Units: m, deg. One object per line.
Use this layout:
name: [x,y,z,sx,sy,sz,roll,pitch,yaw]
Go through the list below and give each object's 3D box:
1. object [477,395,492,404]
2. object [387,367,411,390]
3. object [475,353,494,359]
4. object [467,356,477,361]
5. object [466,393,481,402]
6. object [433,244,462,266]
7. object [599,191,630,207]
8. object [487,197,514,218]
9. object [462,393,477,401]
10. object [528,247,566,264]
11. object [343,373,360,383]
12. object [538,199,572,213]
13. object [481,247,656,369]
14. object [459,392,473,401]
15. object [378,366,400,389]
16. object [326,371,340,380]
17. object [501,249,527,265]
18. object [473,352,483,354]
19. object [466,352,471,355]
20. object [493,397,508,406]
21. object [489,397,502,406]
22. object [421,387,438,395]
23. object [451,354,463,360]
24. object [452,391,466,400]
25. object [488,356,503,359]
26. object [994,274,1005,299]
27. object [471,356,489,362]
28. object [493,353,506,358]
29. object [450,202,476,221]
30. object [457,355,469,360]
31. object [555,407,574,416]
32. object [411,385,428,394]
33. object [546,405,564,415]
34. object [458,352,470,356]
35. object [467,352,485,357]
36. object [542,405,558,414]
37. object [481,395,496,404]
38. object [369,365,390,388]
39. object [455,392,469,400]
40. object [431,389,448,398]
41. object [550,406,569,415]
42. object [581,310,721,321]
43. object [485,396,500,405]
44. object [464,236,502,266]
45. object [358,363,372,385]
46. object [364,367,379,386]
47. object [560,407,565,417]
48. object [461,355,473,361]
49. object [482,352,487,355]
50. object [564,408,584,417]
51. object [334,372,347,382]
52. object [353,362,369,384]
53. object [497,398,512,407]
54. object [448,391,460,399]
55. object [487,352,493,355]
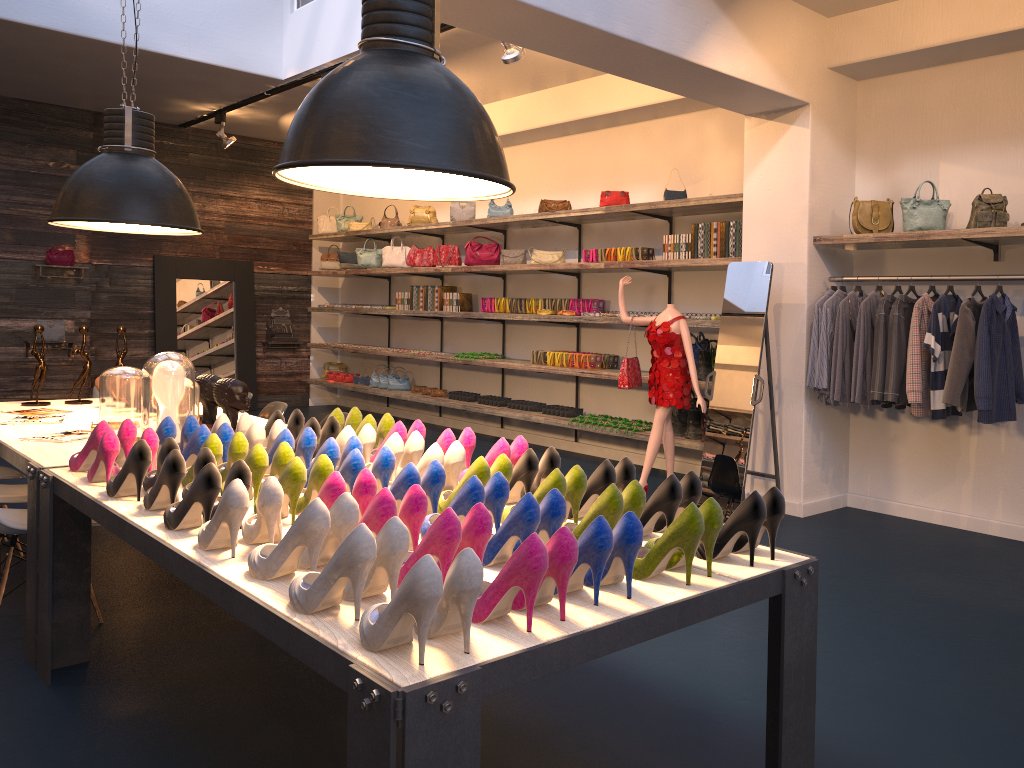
object: [-0.286,0.163,9.224,0.202,0.087,0.060,-2,4,-41]
object: [-1.352,-0.067,10.402,0.282,0.282,0.094,1,1,-8]
object: [-0.292,-0.295,9.087,0.256,0.067,0.078,-1,4,-35]
object: [-0.387,-0.268,9.064,0.077,0.058,0.254,5,5,44]
object: [-0.415,0.147,9.372,0.202,0.087,0.060,-2,4,-41]
object: [-0.714,-1.410,9.478,0.304,0.249,0.142,3,2,19]
object: [0.913,-1.632,7.683,0.284,0.149,0.111,1,2,-8]
object: [-0.116,-1.831,8.894,0.282,0.282,0.094,1,1,-8]
object: [-0.457,0.141,9.420,0.202,0.087,0.060,-2,4,-41]
object: [0.339,-1.237,8.393,0.366,0.175,0.230,2,3,0]
object: [-2.071,-0.077,11.246,0.225,0.118,0.088,1,2,-8]
object: [0.444,-1.690,8.285,0.388,0.141,0.373,-1,5,-30]
object: [0.446,-0.716,8.457,0.495,1.134,2.472,1,4,-41]
object: [-0.498,0.136,9.467,0.202,0.087,0.060,-2,4,-41]
object: [-1.481,-0.082,10.539,0.282,0.282,0.094,1,1,-8]
object: [-2.345,-0.109,11.525,0.226,0.118,0.088,1,2,-9]
object: [0.017,-1.279,8.768,0.263,0.175,0.106,2,2,8]
object: [-0.360,-0.322,9.400,0.243,0.053,0.082,1,4,-12]
object: [-0.403,-0.308,9.213,0.256,0.068,0.077,-1,4,-35]
object: [-0.119,0.184,9.033,0.202,0.087,0.060,-2,4,-41]
object: [-0.160,0.179,9.080,0.202,0.087,0.060,-2,4,-41]
object: [-0.921,0.080,9.991,0.218,0.082,0.229,5,5,38]
object: [-0.560,-0.289,9.250,0.077,0.058,0.254,5,5,44]
object: [-0.582,0.126,9.565,0.202,0.087,0.060,-2,4,-41]
object: [-0.205,-0.266,9.113,0.077,0.058,0.254,5,5,44]
object: [2.983,-0.561,5.314,0.468,0.219,0.009,-2,3,-42]
object: [-0.343,-0.261,8.991,0.077,0.058,0.254,5,5,44]
object: [-0.154,-0.300,9.209,0.079,0.067,0.252,3,5,29]
object: [-0.525,-1.854,9.351,0.277,0.230,0.078,2,1,-1]
object: [-0.497,-0.282,9.190,0.077,0.058,0.254,5,5,44]
object: [0.504,0.262,8.320,0.197,0.087,0.062,0,2,-20]
object: [-1.065,0.060,10.184,0.228,0.082,0.219,-1,5,-30]
object: [0.419,0.251,8.417,0.199,0.087,0.061,0,3,-27]
object: [-0.483,-0.315,9.260,0.256,0.063,0.077,-2,4,-37]
object: [-0.372,-0.302,9.134,0.255,0.064,0.078,-1,4,-35]
object: [0.378,0.246,8.464,0.199,0.087,0.061,0,3,-26]
object: [-0.244,0.168,9.178,0.202,0.087,0.060,-2,4,-41]
object: [-1.609,-0.098,10.677,0.287,0.282,0.092,1,1,-14]
object: [-0.540,0.131,9.516,0.202,0.087,0.060,-2,4,-41]
object: [-0.797,0.101,9.783,0.217,0.082,0.229,5,5,39]
object: [0.461,0.257,8.368,0.197,0.087,0.062,0,2,-20]
object: [1.199,-0.595,7.525,0.523,0.060,1.399,-2,6,-41]
object: [-0.202,0.173,9.130,0.202,0.087,0.060,-2,4,-41]
object: [-0.307,-1.399,9.147,0.279,0.337,0.370,3,3,38]
object: [-1.838,-0.127,11.000,0.212,0.279,0.055,1,1,-21]
object: [-1.752,-0.115,10.897,0.208,0.279,0.057,1,1,-13]
object: [0.545,0.267,8.273,0.196,0.087,0.062,0,2,-19]
object: [-0.453,-0.274,9.117,0.077,0.058,0.254,5,5,44]
object: [-0.265,-0.312,9.335,0.077,0.075,0.254,4,5,36]
object: [0.587,0.272,8.225,0.194,0.087,0.063,1,2,-15]
object: [-2.216,-0.092,11.377,0.226,0.118,0.088,1,2,-9]
object: [-1.920,-0.136,11.089,0.208,0.279,0.057,1,1,-13]
object: [-0.077,0.189,8.985,0.202,0.087,0.060,-2,4,-41]
object: [-0.624,0.120,9.611,0.202,0.087,0.060,-2,4,-41]
object: [-0.235,-0.306,9.256,0.080,0.073,0.251,3,5,28]
